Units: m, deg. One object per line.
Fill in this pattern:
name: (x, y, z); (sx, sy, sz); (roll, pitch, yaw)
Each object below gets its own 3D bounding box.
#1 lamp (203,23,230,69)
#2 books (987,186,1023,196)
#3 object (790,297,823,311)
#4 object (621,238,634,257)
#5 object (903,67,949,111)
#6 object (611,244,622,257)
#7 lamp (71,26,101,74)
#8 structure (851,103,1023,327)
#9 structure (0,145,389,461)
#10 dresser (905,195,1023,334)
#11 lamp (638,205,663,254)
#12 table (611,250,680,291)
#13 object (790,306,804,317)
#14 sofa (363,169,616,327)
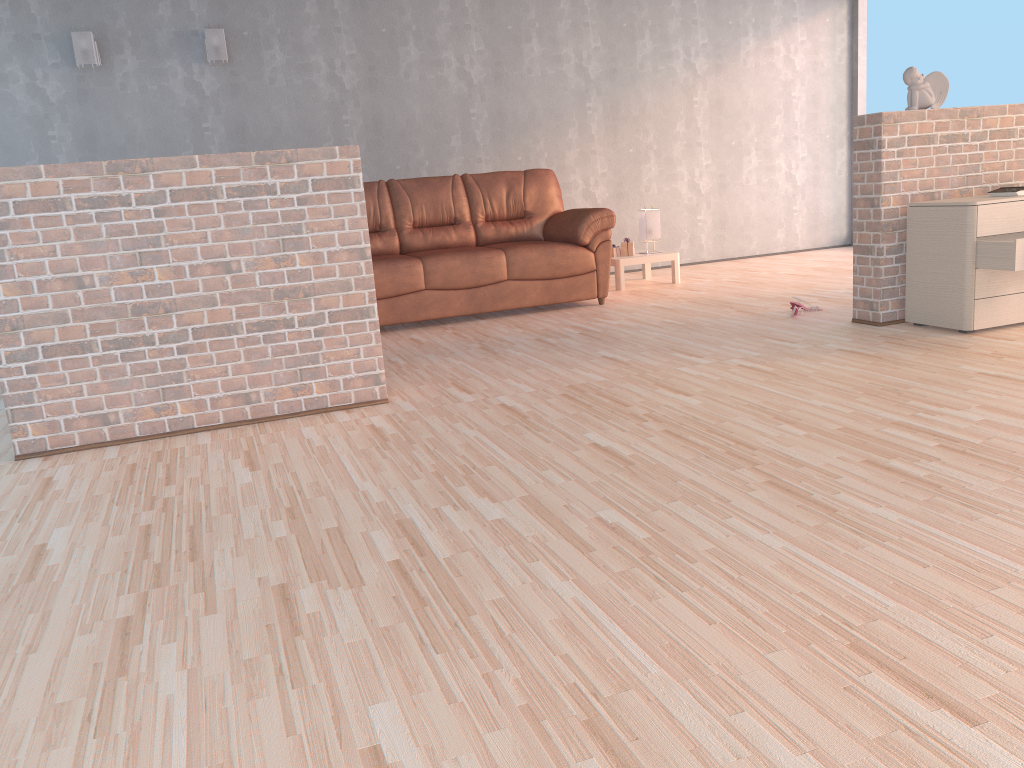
lamp: (-2.169, -2.474, 6.509); (0.165, 0.319, 0.177); (-9, 13, -18)
books: (2.449, -0.941, 4.321); (0.209, 0.040, 0.146); (-11, 14, -28)
object: (1.727, -0.471, 5.202); (0.188, 0.085, 0.069); (0, 13, 20)
object: (0.911, -1.083, 6.989); (0.099, 0.147, 0.102); (-2, 13, 10)
object: (2.075, -1.494, 4.483); (0.216, 0.218, 0.131); (-9, 13, -19)
object: (0.825, -1.063, 7.039); (0.080, 0.105, 0.152); (6, 16, 39)
lamp: (-2.998, -2.344, 6.230); (0.165, 0.319, 0.168); (-9, 13, -18)
structure: (2.469, -0.930, 4.740); (1.422, 1.057, 0.211); (-9, 13, -18)
structure: (-1.262, -0.350, 3.504); (1.422, 1.057, 0.211); (-9, 13, -18)
dresser: (2.872, -0.666, 4.436); (1.686, 0.612, 0.605); (-9, 13, -18)
lamp: (1.097, -1.229, 7.062); (0.140, 0.376, 0.140); (-9, 13, -18)
table: (0.976, -0.920, 7.121); (0.548, 0.241, 0.548); (-9, 13, -18)
object: (1.628, -0.420, 5.057); (0.078, 0.066, 0.192); (-1, 13, 17)
sofa: (-0.464, -0.978, 6.131); (2.202, 0.923, 0.981); (-9, 13, -18)
